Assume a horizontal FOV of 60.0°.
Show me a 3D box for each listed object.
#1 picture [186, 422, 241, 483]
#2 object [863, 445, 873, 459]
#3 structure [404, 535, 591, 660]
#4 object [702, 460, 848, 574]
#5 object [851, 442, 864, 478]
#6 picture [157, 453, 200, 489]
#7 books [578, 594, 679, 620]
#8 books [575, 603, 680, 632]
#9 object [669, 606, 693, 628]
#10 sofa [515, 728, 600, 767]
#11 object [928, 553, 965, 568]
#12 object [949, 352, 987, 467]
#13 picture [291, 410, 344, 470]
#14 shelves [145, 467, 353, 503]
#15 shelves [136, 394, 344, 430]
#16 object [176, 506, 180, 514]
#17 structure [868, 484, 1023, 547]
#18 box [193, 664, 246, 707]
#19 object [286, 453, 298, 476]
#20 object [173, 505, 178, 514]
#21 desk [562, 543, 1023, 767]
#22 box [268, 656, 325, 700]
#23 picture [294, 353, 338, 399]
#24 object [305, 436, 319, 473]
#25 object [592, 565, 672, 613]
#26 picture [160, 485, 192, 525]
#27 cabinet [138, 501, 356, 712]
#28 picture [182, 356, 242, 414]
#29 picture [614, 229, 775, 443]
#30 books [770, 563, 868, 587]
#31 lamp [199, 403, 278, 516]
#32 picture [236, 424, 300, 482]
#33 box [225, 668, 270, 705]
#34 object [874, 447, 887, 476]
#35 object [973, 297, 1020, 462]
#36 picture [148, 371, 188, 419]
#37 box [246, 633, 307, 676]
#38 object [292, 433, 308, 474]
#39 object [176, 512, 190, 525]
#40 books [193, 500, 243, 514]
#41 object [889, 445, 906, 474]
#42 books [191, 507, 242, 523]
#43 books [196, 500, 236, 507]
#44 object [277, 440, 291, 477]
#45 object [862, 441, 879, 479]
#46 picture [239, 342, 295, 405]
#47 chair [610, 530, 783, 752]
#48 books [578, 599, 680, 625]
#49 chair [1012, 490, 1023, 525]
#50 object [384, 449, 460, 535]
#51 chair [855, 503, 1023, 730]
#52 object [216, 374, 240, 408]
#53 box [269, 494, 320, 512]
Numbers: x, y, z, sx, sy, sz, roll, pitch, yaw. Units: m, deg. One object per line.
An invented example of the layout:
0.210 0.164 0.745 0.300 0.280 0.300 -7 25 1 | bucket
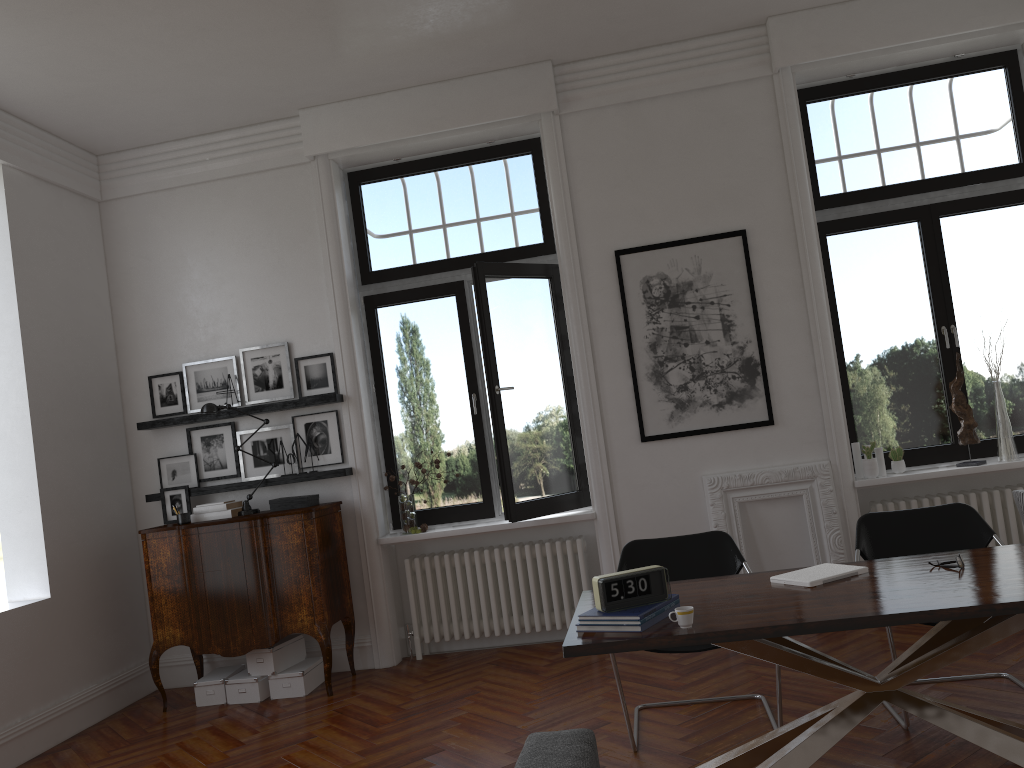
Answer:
-2.176 0.500 6.462 0.373 0.406 0.020 -8 -2 8 | picture
2.389 0.516 5.933 0.051 0.213 0.051 -10 -3 43 | object
-0.082 1.559 6.377 1.454 0.777 0.225 -8 -2 8 | structure
1.740 1.080 5.776 0.830 1.061 0.234 -8 -2 8 | object
2.326 0.514 5.962 0.051 0.238 0.051 -10 -3 43 | object
-2.433 0.650 6.472 0.300 0.253 0.020 -8 -2 8 | picture
0.436 0.826 3.287 0.250 0.017 0.344 -10 -4 33 | books
0.436 0.866 3.300 0.264 0.027 0.347 -10 -4 33 | books
0.593 0.811 3.076 0.082 0.065 0.064 -9 -3 29 | object
1.276 1.054 1.728 2.646 0.828 1.263 -8 -3 8 | sofa
1.729 0.693 3.485 0.114 0.047 0.133 -6 -4 -29 | object
2.957 0.165 5.817 0.142 0.753 0.165 -6 -3 -39 | object
-1.391 0.400 6.347 0.343 0.384 0.020 -8 -2 8 | picture
-1.884 0.723 6.344 1.515 0.055 0.156 -8 -3 8 | shelves
-1.954 0.205 6.364 1.515 0.055 0.158 -8 -3 8 | shelves
-2.227 0.875 5.950 0.046 0.139 0.010 -8 -2 5 | object
3.124 1.097 5.901 1.454 0.777 0.225 -8 -2 8 | structure
-1.982 2.062 6.052 0.209 0.176 0.394 -8 -3 3 | box
-1.561 0.570 6.280 0.066 0.160 0.040 -8 -2 8 | object
-2.238 0.869 5.927 0.050 0.119 0.010 -8 -2 11 | object
1.386 1.132 3.347 2.227 0.750 1.030 -8 -3 8 | desk
-1.439 1.984 5.971 0.245 0.176 0.394 -8 -3 8 | box
-1.404 -0.055 6.356 0.290 0.303 0.020 -8 -2 8 | picture
-1.432 0.504 6.326 0.110 0.262 0.040 -8 -2 8 | object
0.443 0.753 3.262 0.275 0.125 0.082 -7 -3 -18 | object
-2.396 0.863 6.329 0.213 0.257 0.020 -8 -2 8 | picture
-1.774 1.502 6.014 1.266 1.217 0.640 -8 -3 8 | cabinet
-2.190 0.006 6.473 0.415 0.367 0.020 -8 -2 8 | picture
1.221 -0.319 5.976 0.883 1.322 0.035 -8 -2 8 | picture
1.254 0.779 3.619 0.325 0.026 0.231 -6 -4 -27 | books
-1.884 0.513 6.169 0.490 0.802 0.174 -6 -3 -27 | lamp
-1.763 0.498 6.399 0.434 0.364 0.020 -8 -2 8 | picture
-1.714 2.021 5.981 0.245 0.176 0.394 -8 -3 13 | box
2.452 0.518 5.900 0.051 0.188 0.051 -10 -3 43 | object
3.205 -0.024 5.757 0.296 1.053 0.289 -8 -2 11 | object
-2.535 0.081 6.524 0.267 0.315 0.020 -8 -2 8 | picture
-1.591 1.829 5.997 0.209 0.176 0.394 -9 -3 18 | box
-1.506 0.495 6.310 0.118 0.298 0.040 -8 -2 8 | object
-2.196 0.904 5.929 0.091 0.077 0.091 -7 -3 -19 | object
-2.025 0.852 6.119 0.239 0.044 0.255 -8 -4 8 | books
2.581 0.504 5.929 0.097 0.185 0.099 -9 -3 31 | object
-2.020 0.902 6.112 0.294 0.057 0.230 -8 -3 8 | books
-2.035 0.823 6.099 0.201 0.014 0.179 -8 -4 8 | books
-1.631 0.532 6.319 0.124 0.260 0.040 -8 -2 8 | object
2.360 0.500 5.851 0.102 0.244 0.098 -7 -3 -14 | object
-1.772 -0.076 6.412 0.369 0.408 0.020 -8 -2 8 | picture
0.852 1.200 4.232 0.753 0.872 0.746 -8 -3 8 | chair
0.439 0.843 3.287 0.250 0.017 0.344 -10 -4 33 | books
2.818 0.933 4.312 0.547 0.899 0.717 -8 -3 1 | chair
-0.633 0.761 6.402 0.541 0.599 0.318 -7 -3 -21 | object
2.004 1.034 4.061 0.753 0.872 0.746 -8 -3 8 | chair
-2.048 0.061 6.392 0.174 0.260 0.040 -8 -2 8 | object
-1.499 0.819 6.117 0.282 0.086 0.208 -8 -3 8 | box
